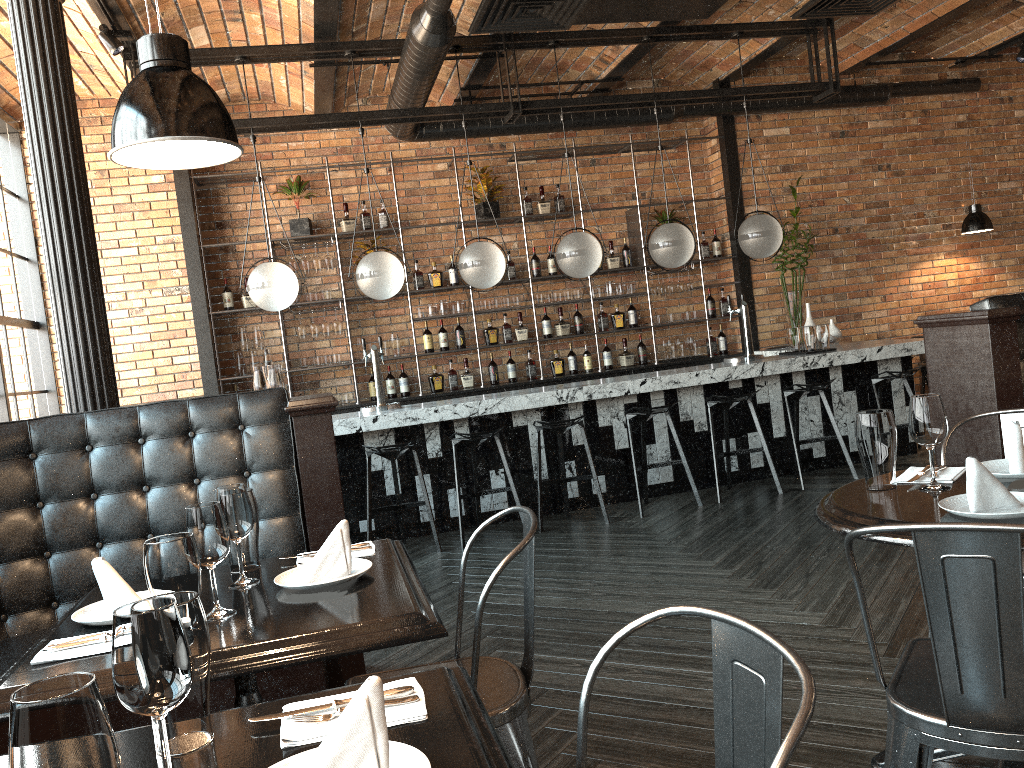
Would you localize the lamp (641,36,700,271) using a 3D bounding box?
[{"bbox_3d":[1.121,-1.723,6.661,0.340,1.754,0.340,-5,3,34],"label":"lamp"}]

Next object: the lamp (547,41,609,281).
[{"bbox_3d":[0.411,-1.628,6.506,0.340,1.754,0.340,-5,3,34],"label":"lamp"}]

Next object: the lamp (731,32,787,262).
[{"bbox_3d":[1.831,-1.818,6.817,0.340,1.754,0.340,-5,3,34],"label":"lamp"}]

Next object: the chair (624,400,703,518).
[{"bbox_3d":[0.981,0.496,6.167,0.475,0.737,0.414,-8,3,-17],"label":"chair"}]

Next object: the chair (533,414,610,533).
[{"bbox_3d":[0.360,0.579,6.031,0.475,0.737,0.414,-7,3,-2],"label":"chair"}]

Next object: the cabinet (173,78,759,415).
[{"bbox_3d":[-1.103,-0.802,7.983,7.075,3.779,0.564,-8,3,-12],"label":"cabinet"}]

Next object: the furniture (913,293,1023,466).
[{"bbox_3d":[3.546,0.143,1.847,1.979,1.212,5.451,-8,3,-12],"label":"furniture"}]

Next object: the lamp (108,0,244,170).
[{"bbox_3d":[-0.863,-1.338,1.983,0.291,1.653,0.291,-5,3,33],"label":"lamp"}]

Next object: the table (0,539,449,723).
[{"bbox_3d":[-0.599,0.872,2.075,0.872,0.758,0.872,-8,3,-12],"label":"table"}]

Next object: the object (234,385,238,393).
[{"bbox_3d":[-2.399,0.154,7.760,0.086,0.299,0.086,-5,3,37],"label":"object"}]

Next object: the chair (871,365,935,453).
[{"bbox_3d":[2.828,0.250,6.572,0.475,0.737,0.414,-8,3,-22],"label":"chair"}]

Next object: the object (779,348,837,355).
[{"bbox_3d":[2.345,-0.257,7.048,0.273,0.019,0.437,-8,3,-12],"label":"object"}]

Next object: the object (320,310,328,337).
[{"bbox_3d":[-1.684,-0.548,7.974,0.092,0.244,0.092,-7,3,-7],"label":"object"}]

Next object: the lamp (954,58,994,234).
[{"bbox_3d":[4.398,-2.290,8.536,0.291,1.653,0.291,-9,3,-37],"label":"lamp"}]

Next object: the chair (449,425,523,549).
[{"bbox_3d":[-0.202,0.654,5.908,0.475,0.737,0.414,-8,3,-17],"label":"chair"}]

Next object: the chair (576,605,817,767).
[{"bbox_3d":[0.112,0.777,1.129,0.558,0.857,0.504,-8,3,-17],"label":"chair"}]

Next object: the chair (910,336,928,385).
[{"bbox_3d":[4.197,-0.069,8.516,0.558,0.857,0.504,-8,3,-12],"label":"chair"}]

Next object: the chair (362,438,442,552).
[{"bbox_3d":[-0.748,0.727,5.788,0.475,0.737,0.414,-7,3,-7],"label":"chair"}]

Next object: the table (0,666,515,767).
[{"bbox_3d":[-0.360,0.892,0.998,0.872,0.758,0.872,-8,3,-12],"label":"table"}]

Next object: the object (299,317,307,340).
[{"bbox_3d":[-1.886,-0.521,7.930,0.092,0.244,0.092,-7,3,-7],"label":"object"}]

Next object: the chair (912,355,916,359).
[{"bbox_3d":[3.362,0.126,7.835,0.414,0.737,0.475,-8,3,-17],"label":"chair"}]

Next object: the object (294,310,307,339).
[{"bbox_3d":[-1.850,-0.518,7.769,0.092,0.244,0.092,-7,3,-7],"label":"object"}]

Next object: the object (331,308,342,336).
[{"bbox_3d":[-1.583,-0.561,7.996,0.092,0.244,0.092,-7,3,-7],"label":"object"}]

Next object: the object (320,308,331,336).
[{"bbox_3d":[-1.648,-0.545,7.813,0.092,0.244,0.092,-7,3,-7],"label":"object"}]

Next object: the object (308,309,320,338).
[{"bbox_3d":[-1.744,-0.532,7.792,0.092,0.244,0.092,-7,3,-7],"label":"object"}]

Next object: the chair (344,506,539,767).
[{"bbox_3d":[-0.169,0.765,2.135,0.558,0.857,0.504,-7,3,-7],"label":"chair"}]

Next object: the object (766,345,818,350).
[{"bbox_3d":[2.703,-0.358,8.337,0.622,0.014,0.622,-9,3,-40],"label":"object"}]

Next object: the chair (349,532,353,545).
[{"bbox_3d":[-1.301,0.801,5.667,0.475,0.737,0.414,-8,3,-22],"label":"chair"}]

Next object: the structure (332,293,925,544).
[{"bbox_3d":[0.602,0.146,7.212,5.346,1.430,1.930,-8,3,-12],"label":"structure"}]

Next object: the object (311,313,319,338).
[{"bbox_3d":[-1.779,-0.535,7.953,0.092,0.244,0.092,-7,3,-7],"label":"object"}]

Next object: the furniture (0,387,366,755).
[{"bbox_3d":[-1.040,0.754,0.846,1.979,1.212,5.451,-8,3,-12],"label":"furniture"}]

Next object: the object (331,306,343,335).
[{"bbox_3d":[-1.547,-0.558,7.835,0.092,0.244,0.092,-7,3,-7],"label":"object"}]

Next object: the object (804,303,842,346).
[{"bbox_3d":[2.759,-0.538,7.944,0.316,0.397,0.319,-5,3,37],"label":"object"}]

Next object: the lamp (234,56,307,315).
[{"bbox_3d":[-1.719,-1.345,6.039,0.340,1.754,0.340,-5,3,34],"label":"lamp"}]

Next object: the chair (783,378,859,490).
[{"bbox_3d":[2.146,0.341,6.422,0.475,0.737,0.414,-8,3,-17],"label":"chair"}]

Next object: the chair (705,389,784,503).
[{"bbox_3d":[1.581,0.417,6.299,0.475,0.737,0.414,-7,3,-7],"label":"chair"}]

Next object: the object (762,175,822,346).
[{"bbox_3d":[2.627,-1.121,8.277,0.584,1.546,0.673,-6,3,27],"label":"object"}]

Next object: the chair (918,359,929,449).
[{"bbox_3d":[3.488,0.137,7.264,0.414,0.737,0.475,-7,3,-7],"label":"chair"}]

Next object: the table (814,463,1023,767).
[{"bbox_3d":[1.250,0.637,2.229,0.866,0.758,0.866,-5,4,41],"label":"table"}]

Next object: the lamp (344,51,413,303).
[{"bbox_3d":[-1.009,-1.439,6.194,0.340,1.754,0.340,-5,3,34],"label":"lamp"}]

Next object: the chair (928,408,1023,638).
[{"bbox_3d":[1.530,0.532,2.663,0.504,0.857,0.558,-5,4,43],"label":"chair"}]

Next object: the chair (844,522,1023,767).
[{"bbox_3d":[0.987,0.638,1.802,0.504,0.857,0.558,-5,3,33],"label":"chair"}]

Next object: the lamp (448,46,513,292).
[{"bbox_3d":[-0.299,-1.534,6.350,0.340,1.754,0.340,-5,3,34],"label":"lamp"}]
